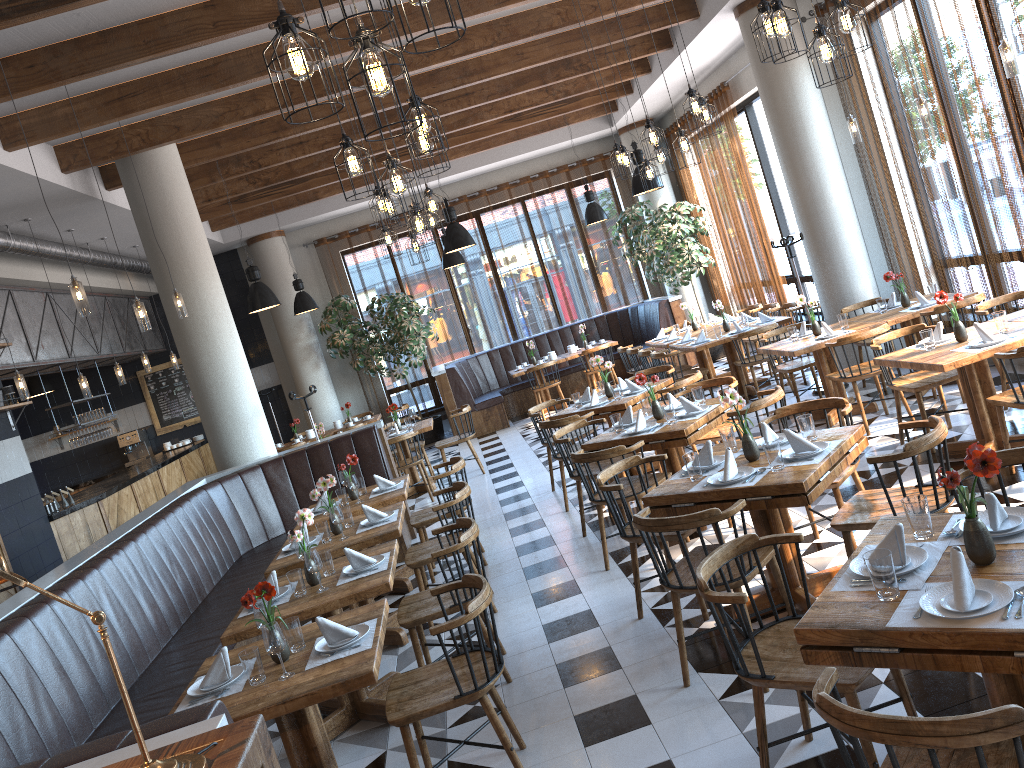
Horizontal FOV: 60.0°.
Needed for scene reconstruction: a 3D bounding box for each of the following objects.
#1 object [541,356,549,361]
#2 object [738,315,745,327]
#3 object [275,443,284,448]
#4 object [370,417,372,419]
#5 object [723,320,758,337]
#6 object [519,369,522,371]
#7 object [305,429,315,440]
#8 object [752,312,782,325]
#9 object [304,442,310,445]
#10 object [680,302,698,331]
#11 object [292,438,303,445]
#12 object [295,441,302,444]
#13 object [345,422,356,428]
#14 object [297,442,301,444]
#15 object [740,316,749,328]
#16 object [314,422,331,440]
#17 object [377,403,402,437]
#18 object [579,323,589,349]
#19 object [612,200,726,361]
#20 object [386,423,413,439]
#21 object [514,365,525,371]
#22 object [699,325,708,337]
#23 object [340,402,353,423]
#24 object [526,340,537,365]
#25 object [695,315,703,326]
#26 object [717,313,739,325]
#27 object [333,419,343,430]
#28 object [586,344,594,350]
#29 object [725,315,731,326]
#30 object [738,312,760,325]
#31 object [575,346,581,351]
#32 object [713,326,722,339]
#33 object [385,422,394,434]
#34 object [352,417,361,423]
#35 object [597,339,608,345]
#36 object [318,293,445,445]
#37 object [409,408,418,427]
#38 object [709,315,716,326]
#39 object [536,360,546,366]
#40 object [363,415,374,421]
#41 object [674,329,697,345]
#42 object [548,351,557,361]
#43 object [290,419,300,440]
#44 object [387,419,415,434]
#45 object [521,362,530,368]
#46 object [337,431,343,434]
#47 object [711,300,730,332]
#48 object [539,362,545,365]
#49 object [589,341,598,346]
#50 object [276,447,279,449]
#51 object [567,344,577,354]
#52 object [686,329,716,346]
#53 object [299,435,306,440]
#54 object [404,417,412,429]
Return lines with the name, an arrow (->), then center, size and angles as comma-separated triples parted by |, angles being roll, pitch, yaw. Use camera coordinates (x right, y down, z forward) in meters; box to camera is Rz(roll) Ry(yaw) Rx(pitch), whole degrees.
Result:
object -> 0.542, -0.412, 14.244 | 0.175, 0.067, 0.176 | -17, 5, 7
object -> 2.707, -0.739, 10.397 | 0.080, 0.132, 0.080 | -19, 4, -19
object -> -3.543, 0.941, 13.442 | 0.176, 0.067, 0.176 | -18, 5, -12
object -> -2.142, 0.520, 13.467 | 0.050, 0.023, 0.052 | -18, 5, -6
object -> 2.546, -0.653, 10.010 | 0.352, 0.137, 0.272 | -18, 5, -4
object -> 0.128, -0.225, 13.877 | 0.053, 0.025, 0.049 | -19, 5, -15
object -> -3.058, 0.760, 13.420 | 0.129, 0.128, 0.130 | -14, 6, 40
object -> 2.903, -0.781, 10.170 | 0.272, 0.137, 0.352 | -18, 5, -4
object -> -2.394, 0.799, 10.480 | 0.081, 0.215, 0.081 | -18, 3, -12
object -> 2.358, -0.898, 11.676 | 0.207, 0.399, 0.146 | -18, 3, -5
object -> -3.209, 0.857, 13.229 | 0.177, 0.067, 0.175 | -22, 7, -42
object -> -3.188, 0.878, 13.167 | 0.157, 0.012, 0.034 | -22, 7, -41
object -> -2.422, 0.607, 13.286 | 0.175, 0.067, 0.176 | -16, 5, 11
object -> -3.159, 0.873, 13.141 | 0.053, 0.025, 0.049 | -21, 6, -36
object -> 2.687, -0.715, 10.209 | 0.080, 0.132, 0.080 | -19, 4, -19
object -> -2.249, 0.651, 10.546 | 0.205, 0.399, 0.147 | -14, 5, 45
object -> -1.466, 0.426, 10.581 | 0.295, 0.354, 0.166 | -17, 4, 1
object -> 1.153, -0.756, 14.034 | 0.146, 0.399, 0.207 | -17, 4, 2
object -> 2.499, -1.639, 14.179 | 1.745, 2.775, 1.491 | -14, 5, 44
object -> -1.350, 0.527, 10.353 | 0.352, 0.137, 0.272 | -18, 5, -4
object -> 0.111, -0.252, 13.975 | 0.176, 0.067, 0.176 | -18, 5, -12
object -> 2.290, -0.628, 10.580 | 0.080, 0.132, 0.080 | -19, 4, -19
object -> -2.487, 0.455, 13.497 | 0.170, 0.354, 0.157 | -14, 5, 44
object -> 0.332, -0.498, 14.013 | 0.147, 0.399, 0.205 | -20, 4, -37
object -> 2.564, -0.868, 12.139 | 0.080, 0.132, 0.080 | -19, 4, -19
object -> 2.798, -0.870, 11.402 | 0.272, 0.137, 0.352 | -18, 5, -4
object -> -2.670, 0.622, 13.589 | 0.129, 0.128, 0.130 | -14, 6, 40
object -> 1.199, -0.572, 13.795 | 0.176, 0.067, 0.175 | -19, 5, -21
object -> 2.642, -0.766, 10.874 | 0.080, 0.132, 0.080 | -19, 4, -19
object -> 2.854, -0.822, 10.741 | 0.272, 0.137, 0.352 | -18, 5, -4
object -> 1.033, -0.575, 14.333 | 0.175, 0.067, 0.177 | -13, 7, 41
object -> 2.315, -0.573, 9.948 | 0.080, 0.132, 0.080 | -19, 4, -19
object -> -1.467, 0.535, 10.668 | 0.079, 0.132, 0.080 | -15, 4, 31
object -> -2.444, 0.561, 13.813 | 0.175, 0.067, 0.177 | -13, 7, 41
object -> 1.429, -0.670, 14.063 | 0.176, 0.067, 0.175 | -19, 5, -14
object -> -1.987, -0.264, 14.422 | 1.762, 2.775, 1.476 | -19, 4, -23
object -> -1.185, 0.402, 10.682 | 0.082, 0.215, 0.081 | -20, 4, -40
object -> 2.615, -0.824, 11.542 | 0.080, 0.132, 0.080 | -19, 4, -19
object -> 0.446, -0.335, 13.762 | 0.175, 0.067, 0.177 | -14, 6, 32
object -> -2.193, 0.513, 13.514 | 0.176, 0.067, 0.175 | -19, 5, -18
object -> 2.091, -0.581, 10.706 | 0.272, 0.137, 0.352 | -18, 5, -4
object -> 0.633, -0.443, 13.940 | 0.129, 0.128, 0.130 | -14, 6, 40
object -> -3.268, 0.701, 13.471 | 0.171, 0.354, 0.156 | -19, 4, -18
object -> -1.386, 0.486, 10.877 | 0.352, 0.137, 0.272 | -18, 5, -4
object -> 0.201, -0.307, 14.250 | 0.175, 0.067, 0.177 | -13, 7, 41
object -> -2.031, 0.672, 10.618 | 0.082, 0.215, 0.081 | -20, 4, -40
object -> 2.451, -0.801, 10.404 | 0.146, 0.399, 0.207 | -17, 4, 1
object -> 0.466, -0.314, 13.701 | 0.157, 0.012, 0.034 | -22, 7, -41
object -> 1.310, -0.657, 14.303 | 0.175, 0.067, 0.176 | -16, 5, 10
object -> -3.526, 0.967, 13.344 | 0.053, 0.025, 0.049 | -19, 5, -15
object -> 0.947, -0.551, 14.042 | 0.129, 0.128, 0.130 | -14, 6, 40
object -> 2.140, -0.539, 10.135 | 0.272, 0.137, 0.352 | -18, 5, -4
object -> -3.277, 0.833, 13.699 | 0.175, 0.067, 0.176 | -16, 5, 10
object -> -1.233, 0.473, 10.559 | 0.079, 0.132, 0.080 | -16, 4, 26
